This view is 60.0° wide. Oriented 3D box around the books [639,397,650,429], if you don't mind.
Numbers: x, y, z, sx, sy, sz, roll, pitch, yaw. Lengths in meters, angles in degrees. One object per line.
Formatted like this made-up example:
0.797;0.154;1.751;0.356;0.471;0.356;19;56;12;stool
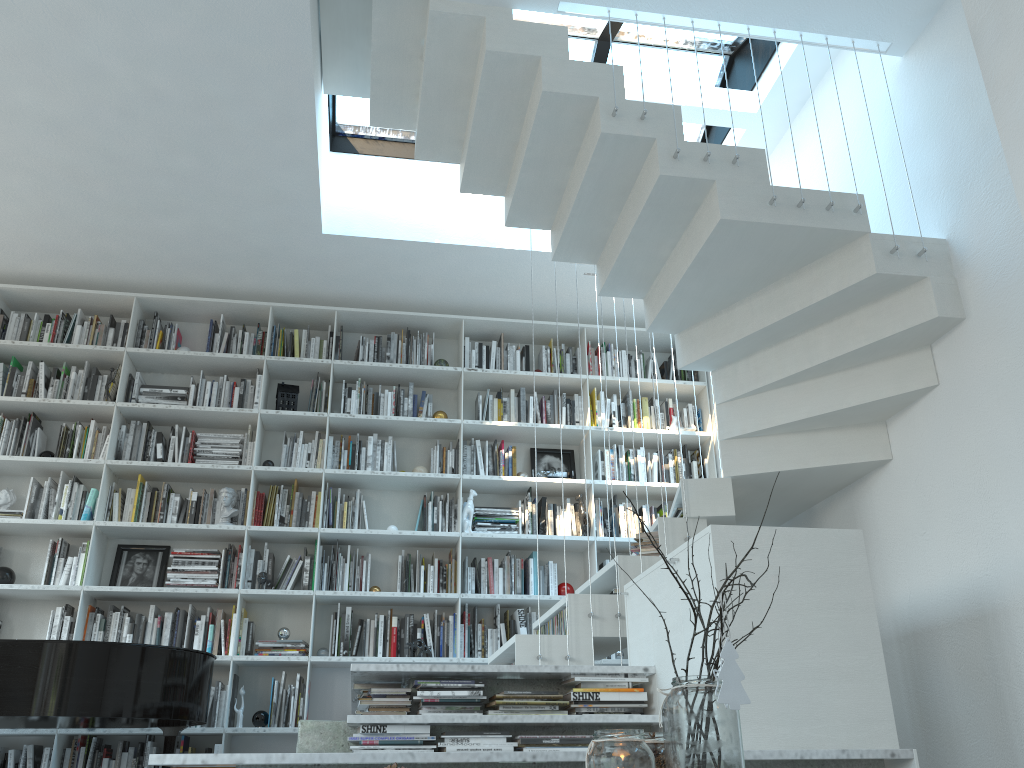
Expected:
0.877;0.249;6.038;0.042;0.241;0.249;3;-24;-9;books

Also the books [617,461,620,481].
0.685;0.624;5.917;0.028;0.190;0.137;3;-24;-9;books

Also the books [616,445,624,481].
0.710;0.574;5.936;0.022;0.295;0.162;3;-24;-9;books

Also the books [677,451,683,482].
1.106;0.604;5.978;0.028;0.267;0.174;3;-24;-9;books

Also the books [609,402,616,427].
0.661;0.246;5.967;0.024;0.192;0.190;3;-24;-9;books

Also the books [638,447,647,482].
0.859;0.585;5.948;0.030;0.282;0.167;3;-24;-9;books

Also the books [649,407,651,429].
0.920;0.288;6.099;0.024;0.216;0.168;3;-24;-9;books

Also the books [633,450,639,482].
0.810;0.593;5.933;0.024;0.258;0.157;3;-24;-9;books

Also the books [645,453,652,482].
0.905;0.607;5.963;0.012;0.253;0.161;3;-24;-9;books

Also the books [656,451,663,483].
0.969;0.603;5.960;0.023;0.257;0.184;3;-24;-9;books

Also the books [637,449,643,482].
0.833;0.591;5.935;0.022;0.261;0.173;3;-24;-9;books

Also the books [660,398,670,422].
1.061;0.264;6.143;0.011;0.293;0.151;3;-24;-9;books

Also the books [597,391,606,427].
0.589;0.208;5.965;0.026;0.262;0.190;3;-24;-9;books

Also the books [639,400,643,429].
0.854;0.247;6.010;0.013;0.221;0.175;3;-24;-9;books

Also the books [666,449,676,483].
1.072;0.598;5.982;0.012;0.281;0.152;3;-24;-9;books

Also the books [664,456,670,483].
1.024;0.624;5.983;0.028;0.236;0.146;3;-24;-9;books

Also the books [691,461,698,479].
1.209;0.643;5.978;0.029;0.194;0.193;3;-24;-9;books

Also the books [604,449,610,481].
0.613;0.582;5.890;0.023;0.246;0.183;3;-24;-9;books

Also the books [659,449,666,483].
0.998;0.598;5.990;0.024;0.290;0.133;3;-24;-9;books

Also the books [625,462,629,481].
0.746;0.631;5.921;0.027;0.179;0.157;3;-24;-9;books

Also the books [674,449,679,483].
1.085;0.600;5.979;0.013;0.275;0.188;3;-24;-9;books

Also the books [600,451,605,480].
0.585;0.591;5.912;0.026;0.249;0.161;3;-24;-9;books

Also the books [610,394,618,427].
0.681;0.221;5.998;0.023;0.262;0.159;3;-24;-9;books

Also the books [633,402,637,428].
0.807;0.253;6.003;0.014;0.205;0.185;3;-24;-9;books

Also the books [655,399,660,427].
0.989;0.265;6.127;0.024;0.280;0.154;3;-24;-9;books

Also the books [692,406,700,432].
1.254;0.294;6.156;0.040;0.245;0.160;3;-24;-9;books

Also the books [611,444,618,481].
0.669;0.567;5.903;0.014;0.284;0.186;3;-24;-9;books

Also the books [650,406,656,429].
0.945;0.282;6.090;0.023;0.219;0.172;3;-24;-9;books

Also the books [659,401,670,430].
1.049;0.270;6.114;0.022;0.260;0.161;3;-24;-9;books

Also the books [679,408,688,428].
1.174;0.300;6.128;0.023;0.212;0.181;3;-24;-9;books

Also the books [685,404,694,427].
1.220;0.287;6.153;0.029;0.257;0.163;3;-24;-9;books

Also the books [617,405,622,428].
0.705;0.269;6.027;0.038;0.198;0.171;3;-24;-9;books

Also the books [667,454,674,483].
1.052;0.615;5.981;0.025;0.251;0.160;3;-24;-9;books

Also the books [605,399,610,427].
0.624;0.232;5.973;0.049;0.222;0.162;3;-24;-9;books

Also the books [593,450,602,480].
0.568;0.583;5.898;0.012;0.253;0.161;3;-24;-9;books

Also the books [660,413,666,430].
1.018;0.312;6.112;0.034;0.182;0.157;3;-24;-9;books

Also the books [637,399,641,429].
0.840;0.243;6.020;0.012;0.236;0.166;3;-24;-9;books

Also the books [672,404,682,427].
1.128;0.280;6.131;0.070;0.253;0.155;3;-24;-9;books

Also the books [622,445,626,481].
0.729;0.573;5.927;0.012;0.291;0.166;3;-24;-9;books

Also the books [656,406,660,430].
0.974;0.285;6.088;0.013;0.212;0.187;3;-24;-9;books

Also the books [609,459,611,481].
0.628;0.594;5.906;0.011;0.237;0.173;3;-24;-9;books

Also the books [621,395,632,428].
0.768;0.226;5.999;0.023;0.252;0.190;3;-24;-9;books

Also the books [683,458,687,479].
1.133;0.631;5.970;0.025;0.210;0.189;3;-24;-9;books

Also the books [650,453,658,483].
0.936;0.605;5.947;0.045;0.244;0.178;3;-24;-9;books

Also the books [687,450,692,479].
1.185;0.608;6.007;0.013;0.282;0.150;3;-24;-9;books

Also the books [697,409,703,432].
1.282;0.302;6.137;0.011;0.215;0.170;3;-24;-9;books

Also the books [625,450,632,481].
0.767;0.590;5.927;0.013;0.259;0.159;3;-24;-9;books

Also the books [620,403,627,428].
0.742;0.251;6.004;0.025;0.210;0.135;3;-24;-9;books

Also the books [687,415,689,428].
1.192;0.305;6.157;0.023;0.227;0.131;3;-24;-9;books

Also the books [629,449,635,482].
0.784;0.590;5.940;0.025;0.269;0.153;3;-24;-9;books

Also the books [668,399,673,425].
1.081;0.264;6.134;0.023;0.285;0.163;3;-24;-9;books

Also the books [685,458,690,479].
1.156;0.632;5.984;0.025;0.219;0.178;3;-24;-9;books

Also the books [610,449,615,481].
0.647;0.584;5.907;0.026;0.255;0.174;3;-24;-9;books

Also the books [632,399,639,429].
0.823;0.240;6.018;0.022;0.241;0.145;3;-24;-9;books

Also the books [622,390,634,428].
0.789;0.209;6.015;0.022;0.295;0.153;3;-24;-9;books

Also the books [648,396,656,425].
0.960;0.252;6.114;0.010;0.294;0.166;3;-24;-9;books

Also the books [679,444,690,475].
1.171;0.589;6.022;0.013;0.328;0.140;3;-24;-9;books
